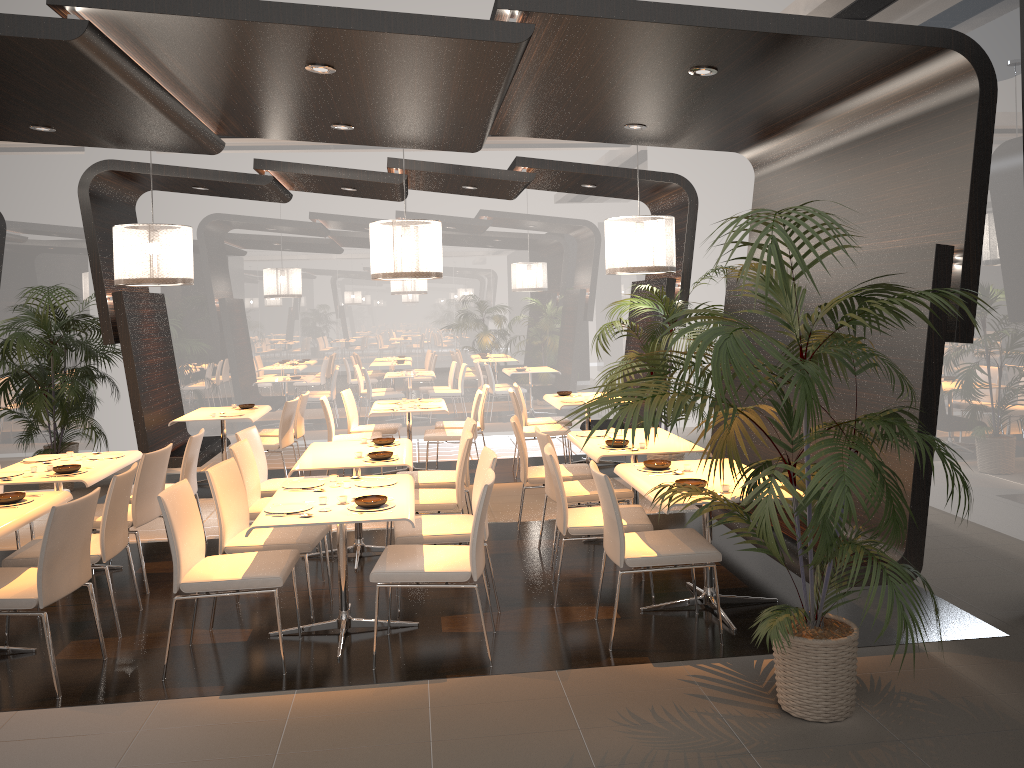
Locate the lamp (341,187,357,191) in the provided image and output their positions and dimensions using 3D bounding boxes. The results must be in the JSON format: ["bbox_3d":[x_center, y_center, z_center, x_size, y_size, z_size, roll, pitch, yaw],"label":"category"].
[{"bbox_3d":[-1.692,-2.037,9.169,0.161,0.056,0.162,-3,5,-12],"label":"lamp"}]

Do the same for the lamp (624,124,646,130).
[{"bbox_3d":[0.902,-1.896,6.467,0.161,0.050,0.162,-2,5,-1],"label":"lamp"}]

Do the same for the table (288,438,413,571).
[{"bbox_3d":[-0.963,0.840,6.258,1.053,0.725,1.150,-2,4,-6],"label":"table"}]

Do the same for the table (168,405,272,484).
[{"bbox_3d":[-2.950,0.654,9.059,0.800,0.725,1.150,-2,4,-6],"label":"table"}]

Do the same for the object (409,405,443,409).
[{"bbox_3d":[-0.883,0.218,9.011,0.335,0.038,0.378,-3,5,-17],"label":"object"}]

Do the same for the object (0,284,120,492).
[{"bbox_3d":[-4.568,0.059,8.734,1.562,2.058,1.507,-2,2,-13],"label":"object"}]

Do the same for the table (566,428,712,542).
[{"bbox_3d":[0.899,0.771,6.454,0.800,0.725,1.150,-2,4,-6],"label":"table"}]

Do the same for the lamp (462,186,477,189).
[{"bbox_3d":[-0.445,-2.084,9.311,0.161,0.056,0.162,-3,5,-12],"label":"lamp"}]

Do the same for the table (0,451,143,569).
[{"bbox_3d":[-3.077,0.921,6.014,0.800,0.725,1.150,-2,4,-6],"label":"table"}]

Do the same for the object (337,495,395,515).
[{"bbox_3d":[-0.747,0.601,4.507,0.303,0.044,0.366,-2,5,-7],"label":"object"}]

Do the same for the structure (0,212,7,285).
[{"bbox_3d":[-8.256,-1.115,8.419,5.934,1.727,1.405,-2,2,-6],"label":"structure"}]

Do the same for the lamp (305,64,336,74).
[{"bbox_3d":[-1.025,-1.700,4.729,0.161,0.050,0.162,-2,5,-1],"label":"lamp"}]

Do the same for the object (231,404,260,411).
[{"bbox_3d":[-2.836,0.240,9.365,0.303,0.044,0.366,-2,5,-7],"label":"object"}]

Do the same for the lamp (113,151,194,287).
[{"bbox_3d":[-3.062,-1.802,7.505,0.626,1.929,0.628,-1,1,22],"label":"lamp"}]

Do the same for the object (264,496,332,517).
[{"bbox_3d":[-1.079,0.618,4.454,0.335,0.038,0.378,-3,5,-12],"label":"object"}]

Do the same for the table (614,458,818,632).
[{"bbox_3d":[1.102,0.893,4.976,0.800,0.725,1.150,-2,4,-6],"label":"table"}]

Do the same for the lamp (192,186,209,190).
[{"bbox_3d":[-3.172,-2.008,9.001,0.160,0.054,0.161,-2,4,-1],"label":"lamp"}]

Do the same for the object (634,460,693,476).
[{"bbox_3d":[0.902,0.489,5.265,0.303,0.044,0.366,-2,5,-7],"label":"object"}]

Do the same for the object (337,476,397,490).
[{"bbox_3d":[-0.840,0.554,5.117,0.335,0.038,0.378,-3,5,-17],"label":"object"}]

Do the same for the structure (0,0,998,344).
[{"bbox_3d":[-3.023,-0.994,5.250,10.663,1.735,2.909,-2,4,-6],"label":"structure"}]

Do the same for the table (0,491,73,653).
[{"bbox_3d":[-2.872,1.043,4.535,0.800,0.725,1.150,-2,4,-6],"label":"table"}]

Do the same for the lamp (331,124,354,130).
[{"bbox_3d":[-1.195,-1.825,6.229,0.161,0.050,0.162,-2,5,-1],"label":"lamp"}]

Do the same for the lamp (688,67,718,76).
[{"bbox_3d":[1.072,-1.771,4.967,0.161,0.050,0.162,-2,5,-1],"label":"lamp"}]

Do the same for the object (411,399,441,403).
[{"bbox_3d":[-0.938,0.167,9.624,0.335,0.038,0.378,-3,5,-17],"label":"object"}]

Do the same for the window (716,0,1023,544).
[{"bbox_3d":[2.990,-1.077,8.083,0.070,3.971,6.599,-2,4,-6],"label":"window"}]

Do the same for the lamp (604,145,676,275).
[{"bbox_3d":[1.137,-1.962,7.982,0.626,1.929,0.628,-1,1,26],"label":"lamp"}]

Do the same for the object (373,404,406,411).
[{"bbox_3d":[-1.236,0.238,8.898,0.335,0.038,0.378,-3,5,-12],"label":"object"}]

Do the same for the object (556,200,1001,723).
[{"bbox_3d":[1.180,0.337,3.642,1.561,2.058,1.508,0,3,39],"label":"object"}]

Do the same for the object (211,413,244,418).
[{"bbox_3d":[-2.831,0.293,8.788,0.335,0.038,0.378,-3,5,-17],"label":"object"}]

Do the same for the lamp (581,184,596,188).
[{"bbox_3d":[0.822,-2.133,9.455,0.161,0.056,0.162,-3,5,-12],"label":"lamp"}]

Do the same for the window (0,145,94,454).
[{"bbox_3d":[-8.421,-0.980,10.683,6.580,3.977,0.070,-2,0,-6],"label":"window"}]

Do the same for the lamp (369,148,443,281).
[{"bbox_3d":[-0.946,-1.883,7.745,0.626,1.929,0.628,-1,1,22],"label":"lamp"}]

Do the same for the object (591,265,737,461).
[{"bbox_3d":[1.484,-0.058,8.110,1.504,2.058,1.565,-1,2,7],"label":"object"}]

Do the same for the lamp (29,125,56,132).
[{"bbox_3d":[-3.186,-1.749,6.003,0.160,0.050,0.161,-3,5,-12],"label":"lamp"}]

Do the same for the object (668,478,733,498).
[{"bbox_3d":[0.982,0.539,4.664,0.303,0.044,0.366,-2,5,-7],"label":"object"}]

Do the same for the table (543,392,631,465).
[{"bbox_3d":[0.818,0.512,9.468,0.800,0.725,1.150,-2,4,-6],"label":"table"}]

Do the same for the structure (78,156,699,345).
[{"bbox_3d":[-1.143,-1.386,9.227,5.934,1.727,1.405,-2,2,-6],"label":"structure"}]

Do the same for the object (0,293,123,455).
[{"bbox_3d":[-4.909,-0.023,9.786,1.508,2.058,1.561,-4,3,-45],"label":"object"}]

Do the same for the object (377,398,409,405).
[{"bbox_3d":[-1.276,0.187,9.506,0.335,0.038,0.378,-3,5,-12],"label":"object"}]

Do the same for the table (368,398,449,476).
[{"bbox_3d":[-1.071,0.583,9.261,0.800,0.725,1.150,-2,4,-6],"label":"table"}]

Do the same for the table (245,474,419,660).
[{"bbox_3d":[-0.911,0.968,4.758,0.800,0.725,1.150,-2,4,-6],"label":"table"}]

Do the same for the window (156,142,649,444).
[{"bbox_3d":[-1.270,-1.252,11.495,6.580,3.977,0.070,-2,0,-6],"label":"window"}]
